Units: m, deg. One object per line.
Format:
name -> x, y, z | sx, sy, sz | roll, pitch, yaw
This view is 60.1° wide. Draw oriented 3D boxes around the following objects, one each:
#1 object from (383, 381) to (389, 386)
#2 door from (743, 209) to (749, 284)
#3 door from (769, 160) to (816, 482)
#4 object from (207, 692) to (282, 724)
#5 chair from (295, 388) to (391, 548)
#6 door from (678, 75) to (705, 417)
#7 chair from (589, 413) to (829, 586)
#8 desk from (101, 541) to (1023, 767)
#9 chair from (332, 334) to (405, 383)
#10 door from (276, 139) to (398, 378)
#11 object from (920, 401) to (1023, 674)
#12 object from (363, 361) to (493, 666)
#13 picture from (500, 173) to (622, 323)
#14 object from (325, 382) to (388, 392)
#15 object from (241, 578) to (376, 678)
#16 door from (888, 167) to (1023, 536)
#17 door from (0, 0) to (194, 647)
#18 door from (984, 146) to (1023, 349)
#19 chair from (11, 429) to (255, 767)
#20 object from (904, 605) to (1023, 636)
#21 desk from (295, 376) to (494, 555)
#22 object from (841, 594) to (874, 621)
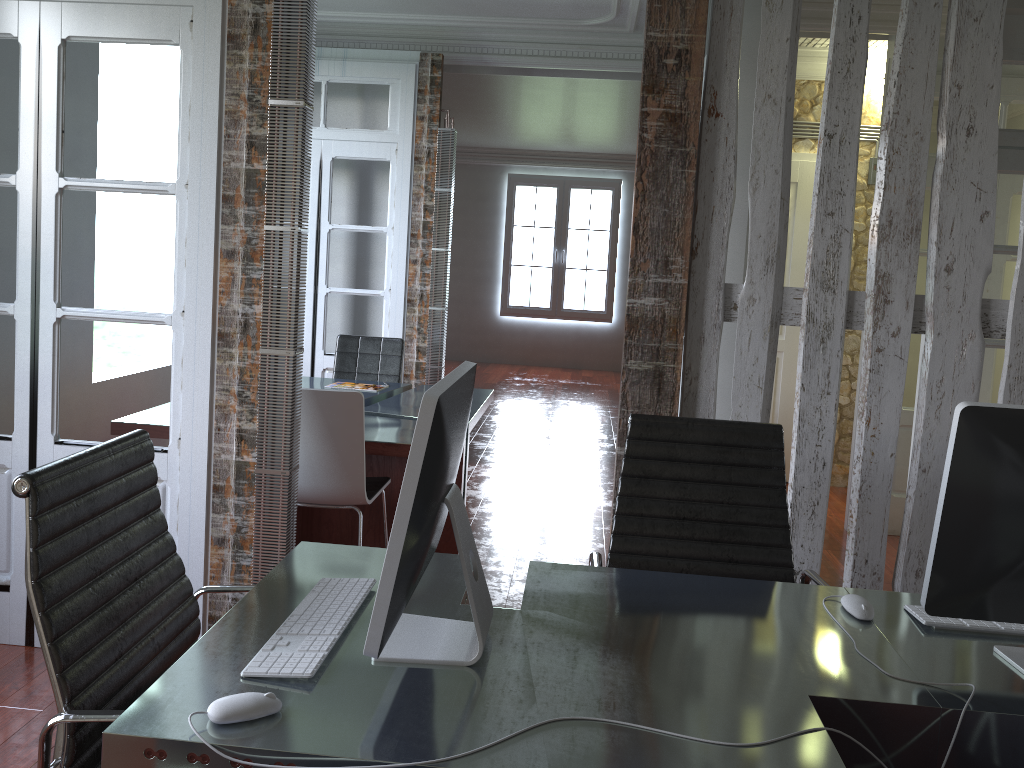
object -> -0.747, 0.000, 5.243 | 0.011, 0.011, 0.150 | 1, 8, -20
door -> 0.902, -0.363, 5.479 | 0.482, 2.172, 1.194 | 2, 6, -21
door -> 1.613, -0.444, 6.151 | 0.869, 2.208, 0.146 | 4, 5, 4
object -> -0.390, 0.470, 1.296 | 0.106, 0.028, 0.059 | 0, 8, -27
chair -> -0.761, 0.431, 3.575 | 0.475, 0.915, 0.604 | 4, 6, 4
door -> 0.707, -0.129, 3.645 | 0.041, 2.170, 1.062 | 4, 5, 4
chair -> 0.459, 0.637, 2.195 | 0.665, 1.018, 0.702 | 3, 6, -1
desk -> 0.673, 0.903, 1.378 | 2.507, 0.724, 1.307 | 4, 7, 4
chair -> -0.924, 0.194, 5.260 | 0.475, 0.915, 0.604 | 4, 6, 4
door -> -1.346, -0.578, 6.085 | 1.160, 2.172, 0.041 | 4, 5, 4
object -> 1.018, 0.287, 1.578 | 0.484, 0.483, 0.190 | 4, 5, 4
object -> -0.124, 0.223, 1.560 | 0.189, 0.483, 0.486 | 4, 6, 4
picture -> 0.672, -1.886, 12.305 | 1.580, 1.979, 0.128 | 4, 5, 4
object -> -0.893, 0.017, 5.090 | 0.307, 0.012, 0.225 | 5, 8, 9
object -> -0.357, 0.435, 1.622 | 0.118, 0.017, 0.441 | 4, 8, 4
door -> 2.621, -0.144, 4.965 | 1.077, 2.076, 0.041 | 4, 5, 4
door -> -1.603, -0.175, 2.993 | 1.160, 2.172, 0.041 | 4, 5, 4
door -> 2.563, -0.033, 4.115 | 1.077, 2.076, 0.041 | 4, 5, 4
chair -> -0.542, 0.644, 1.708 | 0.699, 1.018, 0.668 | 4, 6, 8
object -> 1.048, 0.492, 1.815 | 0.439, 0.017, 0.119 | 4, 8, 4
desk -> -0.916, 0.419, 4.543 | 1.446, 0.651, 1.721 | 4, 7, 4
object -> 0.723, 0.463, 1.848 | 0.059, 0.028, 0.107 | 4, 7, 3
